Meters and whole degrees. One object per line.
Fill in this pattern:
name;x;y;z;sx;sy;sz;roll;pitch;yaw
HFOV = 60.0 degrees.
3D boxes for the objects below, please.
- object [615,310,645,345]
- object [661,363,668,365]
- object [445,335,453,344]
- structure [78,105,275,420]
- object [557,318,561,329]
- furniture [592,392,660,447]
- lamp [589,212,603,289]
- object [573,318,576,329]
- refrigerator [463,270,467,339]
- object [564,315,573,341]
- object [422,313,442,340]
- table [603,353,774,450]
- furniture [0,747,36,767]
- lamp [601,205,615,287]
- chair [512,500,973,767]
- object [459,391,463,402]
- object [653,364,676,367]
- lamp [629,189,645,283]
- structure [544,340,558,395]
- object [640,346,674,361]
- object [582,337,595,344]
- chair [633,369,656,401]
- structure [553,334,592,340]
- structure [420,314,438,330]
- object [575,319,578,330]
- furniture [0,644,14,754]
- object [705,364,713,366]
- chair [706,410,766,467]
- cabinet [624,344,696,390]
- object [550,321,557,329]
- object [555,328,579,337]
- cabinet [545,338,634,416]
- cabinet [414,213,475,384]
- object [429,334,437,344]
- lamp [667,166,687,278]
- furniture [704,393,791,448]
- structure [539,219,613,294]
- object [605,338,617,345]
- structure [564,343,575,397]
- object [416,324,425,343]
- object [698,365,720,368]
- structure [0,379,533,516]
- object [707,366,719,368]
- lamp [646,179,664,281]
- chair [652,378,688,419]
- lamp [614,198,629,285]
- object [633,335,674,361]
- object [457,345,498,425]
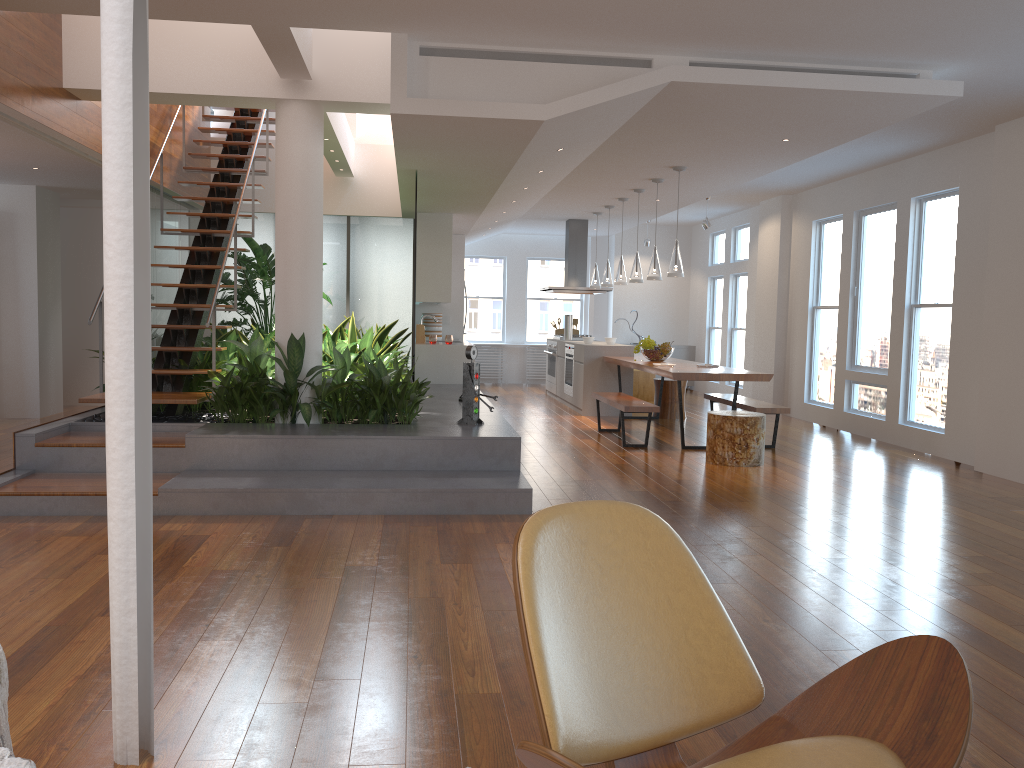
object;1.964;-0.931;14.537;0.590;0.563;0.210;-2;5;-35
object;1.459;-0.186;8.489;0.070;0.030;0.079;-3;6;-43
object;-0.721;-0.508;10.150;0.094;0.106;0.094;1;4;-1
structure;-1.958;-1.791;8.208;2.552;4.265;4.591;1;4;-6
object;0.700;-0.832;13.160;0.055;0.299;0.027;1;4;-6
furniture;1.055;0.335;8.471;0.316;0.389;1.433;1;4;-6
lamp;1.110;-1.787;11.661;0.160;1.060;0.160;3;5;21
object;0.918;-0.826;13.167;0.068;0.298;0.039;1;4;-6
refrigerator;-1.022;-0.771;12.931;0.725;1.772;0.908;1;4;-6
object;0.791;-0.779;12.252;0.120;0.356;0.172;5;6;42
object;-1.057;-0.755;11.725;0.267;0.356;0.266;3;5;19
table;1.454;0.027;10.514;0.893;0.704;5.996;1;4;-6
furniture;-0.948;0.843;1.540;0.294;0.333;0.292;-2;5;-36
lamp;1.190;-1.731;10.945;0.160;1.060;0.160;3;5;21
chair;0.425;0.670;1.642;0.856;0.752;0.867;1;4;-1
object;-0.408;0.078;8.036;0.216;0.155;0.181;-3;6;-42
object;1.459;-0.180;8.489;0.222;0.020;0.222;4;5;34
lamp;1.350;-1.618;9.512;0.160;1.060;0.160;3;5;21
structure;0.829;-0.246;12.749;0.649;0.735;0.890;1;4;-6
object;1.549;-0.316;9.473;0.360;0.159;0.360;-3;6;-43
object;0.935;-0.532;10.857;0.152;0.082;0.152;4;5;33
chair;1.819;0.009;12.659;0.344;0.430;0.549;1;4;-2
structure;0.879;-0.671;12.733;0.520;0.073;0.650;1;4;-6
structure;-1.055;-0.618;11.176;0.248;0.536;0.115;1;4;-6
object;0.953;-0.826;13.189;0.057;0.294;0.030;1;4;-6
furniture;-1.205;0.770;1.863;0.290;0.418;0.298;-3;6;-43
object;1.883;-0.176;8.489;0.079;0.030;0.070;5;5;37
chair;1.818;0.438;7.213;0.460;0.400;0.460;2;4;4
cabinet;2.327;-0.287;14.672;1.309;0.725;0.420;1;4;-6
object;0.663;-0.814;13.155;0.199;0.259;0.016;2;4;4
object;0.817;-0.750;13.169;0.353;0.157;0.084;1;4;-6
cabinet;0.969;-0.150;11.855;0.597;0.832;2.936;1;4;-6
cabinet;-0.989;-0.929;12.173;0.676;2.280;4.565;1;4;-6
object;-0.907;-0.514;10.176;0.094;0.106;0.094;1;4;-1
lamp;1.509;-1.506;8.079;0.160;1.060;0.160;3;5;21
furniture;2.240;0.351;8.604;0.316;0.389;1.433;1;4;-6
structure;0.914;-1.995;12.605;0.909;1.405;0.900;1;4;-6
object;1.197;-0.519;10.763;0.152;0.082;0.152;6;6;44
structure;0.739;-0.183;11.319;0.072;0.648;0.644;1;4;-6
object;-1.076;-0.591;10.424;0.104;0.222;0.200;1;4;-6
object;1.883;-0.170;8.489;0.222;0.020;0.222;0;4;-14
structure;-1.721;0.343;7.733;3.088;0.386;5.584;1;4;-6
object;1.908;-0.163;8.386;0.158;0.017;0.019;0;4;-11
lamp;1.430;-1.562;8.796;0.160;1.060;0.160;3;5;21
chair;1.858;0.172;10.441;0.396;0.455;0.402;0;5;-16
lamp;1.270;-1.675;10.228;0.160;1.060;0.160;3;5;21
object;1.523;-0.380;9.479;0.394;0.284;0.292;-3;6;-42
object;-0.231;0.011;6.319;0.318;0.565;0.134;4;5;30
